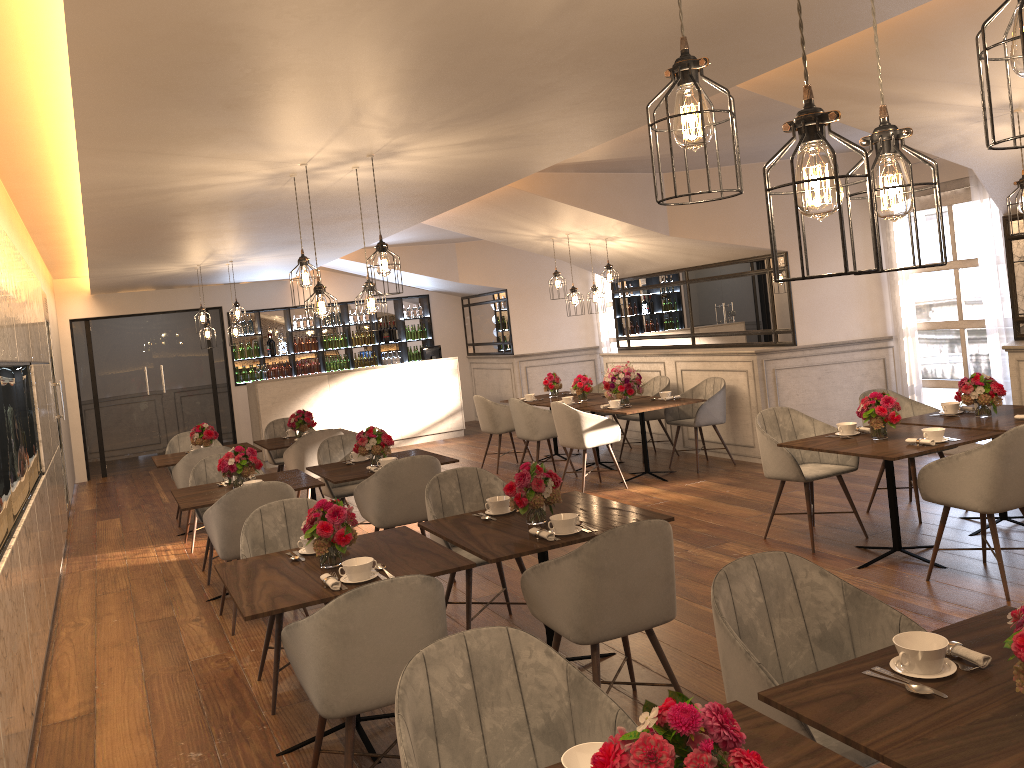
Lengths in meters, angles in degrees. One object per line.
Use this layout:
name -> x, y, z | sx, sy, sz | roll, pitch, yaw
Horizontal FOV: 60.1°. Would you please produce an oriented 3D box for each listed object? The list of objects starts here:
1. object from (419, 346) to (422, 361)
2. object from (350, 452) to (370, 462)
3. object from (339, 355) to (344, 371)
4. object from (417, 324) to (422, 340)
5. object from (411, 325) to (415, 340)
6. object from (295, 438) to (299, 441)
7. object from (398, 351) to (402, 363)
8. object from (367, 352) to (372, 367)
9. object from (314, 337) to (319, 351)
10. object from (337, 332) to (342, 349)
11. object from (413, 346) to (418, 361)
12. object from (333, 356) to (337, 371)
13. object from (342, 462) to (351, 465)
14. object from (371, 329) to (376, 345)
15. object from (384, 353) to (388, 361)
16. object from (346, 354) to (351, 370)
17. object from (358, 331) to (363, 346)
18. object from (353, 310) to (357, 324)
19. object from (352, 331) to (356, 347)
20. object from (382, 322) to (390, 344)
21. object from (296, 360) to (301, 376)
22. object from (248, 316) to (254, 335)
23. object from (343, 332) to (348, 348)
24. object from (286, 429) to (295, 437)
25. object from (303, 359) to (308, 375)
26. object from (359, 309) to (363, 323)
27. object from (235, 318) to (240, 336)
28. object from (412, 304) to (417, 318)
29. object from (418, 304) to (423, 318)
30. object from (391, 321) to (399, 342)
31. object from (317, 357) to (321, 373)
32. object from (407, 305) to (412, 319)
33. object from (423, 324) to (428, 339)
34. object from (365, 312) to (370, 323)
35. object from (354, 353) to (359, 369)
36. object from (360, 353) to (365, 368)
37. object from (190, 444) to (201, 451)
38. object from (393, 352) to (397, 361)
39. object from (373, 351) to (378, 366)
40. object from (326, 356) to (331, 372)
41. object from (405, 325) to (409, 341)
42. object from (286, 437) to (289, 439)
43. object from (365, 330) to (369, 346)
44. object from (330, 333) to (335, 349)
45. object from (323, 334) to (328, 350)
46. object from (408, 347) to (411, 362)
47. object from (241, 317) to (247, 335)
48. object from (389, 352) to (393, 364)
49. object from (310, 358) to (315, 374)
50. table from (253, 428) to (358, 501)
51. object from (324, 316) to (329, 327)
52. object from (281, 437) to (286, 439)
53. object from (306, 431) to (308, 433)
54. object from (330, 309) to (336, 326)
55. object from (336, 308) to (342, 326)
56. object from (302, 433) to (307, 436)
object -> -1.538, -0.522, 14.988 | 0.065, 0.261, 0.066 | -5, 1, 44
object -> -1.154, 0.548, 6.710 | 0.148, 0.072, 0.149 | -5, 4, 17
object -> -2.776, -0.347, 14.403 | 0.065, 0.261, 0.066 | -5, 1, 44
object -> -1.576, -0.882, 14.983 | 0.065, 0.261, 0.066 | -5, 1, 44
object -> -1.676, -0.868, 14.936 | 0.065, 0.261, 0.066 | -5, 1, 44
object -> -2.024, 0.535, 8.387 | 0.056, 0.039, 0.175 | -8, 4, -25
object -> -1.878, -0.444, 14.826 | 0.065, 0.207, 0.065 | -6, 1, 20
object -> -2.358, -0.406, 14.601 | 0.065, 0.261, 0.066 | -5, 1, 44
object -> -3.150, -0.660, 14.239 | 0.065, 0.261, 0.066 | -5, 1, 44
object -> -2.815, -0.708, 14.397 | 0.065, 0.263, 0.066 | -5, 1, 44
object -> -1.637, -0.507, 14.941 | 0.065, 0.261, 0.066 | -5, 1, 44
object -> -2.876, -0.333, 14.356 | 0.065, 0.261, 0.066 | -5, 1, 44
object -> -1.245, 0.592, 6.645 | 0.043, 0.015, 0.197 | -8, 5, -29
object -> -2.297, -0.780, 14.642 | 0.065, 0.261, 0.066 | -5, 1, 44
object -> -2.088, -0.415, 14.727 | 0.065, 0.207, 0.065 | -6, 1, 20
object -> -2.677, -0.361, 14.450 | 0.065, 0.261, 0.066 | -5, 1, 44
object -> -2.496, -0.752, 14.548 | 0.065, 0.261, 0.066 | -5, 1, 44
object -> -2.570, -1.099, 14.492 | 0.070, 0.235, 0.041 | -7, 1, -26
object -> -2.596, -0.738, 14.501 | 0.065, 0.261, 0.066 | -5, 1, 44
object -> -2.098, -0.855, 14.713 | 0.103, 0.359, 0.104 | -6, 1, 27
object -> -3.409, -0.257, 14.104 | 0.065, 0.261, 0.066 | -5, 1, 44
object -> -4.068, -0.926, 13.784 | 0.075, 0.310, 0.075 | -6, 1, 22
object -> -2.716, -0.722, 14.444 | 0.065, 0.263, 0.066 | -5, 1, 44
object -> -2.214, 0.496, 8.971 | 0.148, 0.072, 0.148 | -6, 4, -2
object -> -3.310, -0.271, 14.151 | 0.065, 0.261, 0.066 | -5, 1, 44
object -> -2.480, -1.112, 14.534 | 0.070, 0.235, 0.041 | -7, 1, -26
object -> -4.256, -0.900, 13.695 | 0.075, 0.310, 0.075 | -6, 1, 0
object -> -1.641, -1.231, 14.931 | 0.070, 0.235, 0.041 | -7, 1, -26
object -> -1.551, -1.243, 14.973 | 0.070, 0.235, 0.041 | -7, 1, -26
object -> -1.956, -0.877, 14.777 | 0.104, 0.359, 0.104 | -6, 1, 2
object -> -3.111, -0.299, 14.245 | 0.065, 0.261, 0.066 | -5, 1, 44
object -> -1.732, -1.218, 14.888 | 0.070, 0.235, 0.041 | -7, 1, -26
object -> -1.477, -0.896, 15.030 | 0.065, 0.261, 0.066 | -5, 1, 44
object -> -2.390, -1.125, 14.577 | 0.070, 0.235, 0.041 | -7, 1, -26
object -> -2.557, -0.378, 14.507 | 0.065, 0.261, 0.066 | -5, 1, 44
object -> -2.458, -0.392, 14.554 | 0.065, 0.261, 0.066 | -5, 1, 44
object -> -3.041, 0.612, 8.581 | 0.148, 0.072, 0.148 | -6, 4, -2
object -> -1.948, -0.435, 14.793 | 0.065, 0.207, 0.065 | -6, 1, 20
object -> -2.259, -0.420, 14.647 | 0.065, 0.261, 0.066 | -5, 1, 44
object -> -2.975, -0.319, 14.309 | 0.065, 0.261, 0.066 | -5, 1, 44
object -> -1.775, -0.855, 14.889 | 0.065, 0.263, 0.066 | -5, 1, 44
object -> -2.269, 0.540, 8.915 | 0.022, 0.004, 0.210 | -8, 5, -25
object -> -2.397, -0.766, 14.595 | 0.065, 0.261, 0.066 | -5, 1, 44
object -> -2.914, -0.694, 14.351 | 0.065, 0.263, 0.066 | -5, 1, 44
object -> -3.014, -0.679, 14.304 | 0.065, 0.261, 0.066 | -5, 1, 44
object -> -1.737, -0.494, 14.894 | 0.065, 0.263, 0.066 | -5, 1, 44
object -> -4.162, -0.913, 13.740 | 0.075, 0.310, 0.075 | -6, 1, 18
object -> -2.018, -0.425, 14.760 | 0.065, 0.207, 0.065 | -6, 1, 20
object -> -3.211, -0.285, 14.198 | 0.065, 0.261, 0.066 | -5, 1, 44
table -> -1.979, 0.888, 8.723 | 0.898, 0.720, 0.896 | -7, 3, -25
object -> -3.000, -1.077, 14.289 | 0.075, 0.310, 0.075 | -6, 1, 7
object -> -2.298, 0.538, 8.910 | 0.043, 0.015, 0.197 | -8, 4, -21
object -> -2.110, 0.498, 9.020 | 0.056, 0.039, 0.175 | -8, 4, -25
object -> -2.906, -1.090, 14.333 | 0.075, 0.310, 0.075 | -6, 1, -14
object -> -2.812, -1.104, 14.378 | 0.075, 0.310, 0.075 | -6, 1, -14
object -> -1.924, 0.504, 8.436 | 0.148, 0.072, 0.149 | -5, 4, 17
